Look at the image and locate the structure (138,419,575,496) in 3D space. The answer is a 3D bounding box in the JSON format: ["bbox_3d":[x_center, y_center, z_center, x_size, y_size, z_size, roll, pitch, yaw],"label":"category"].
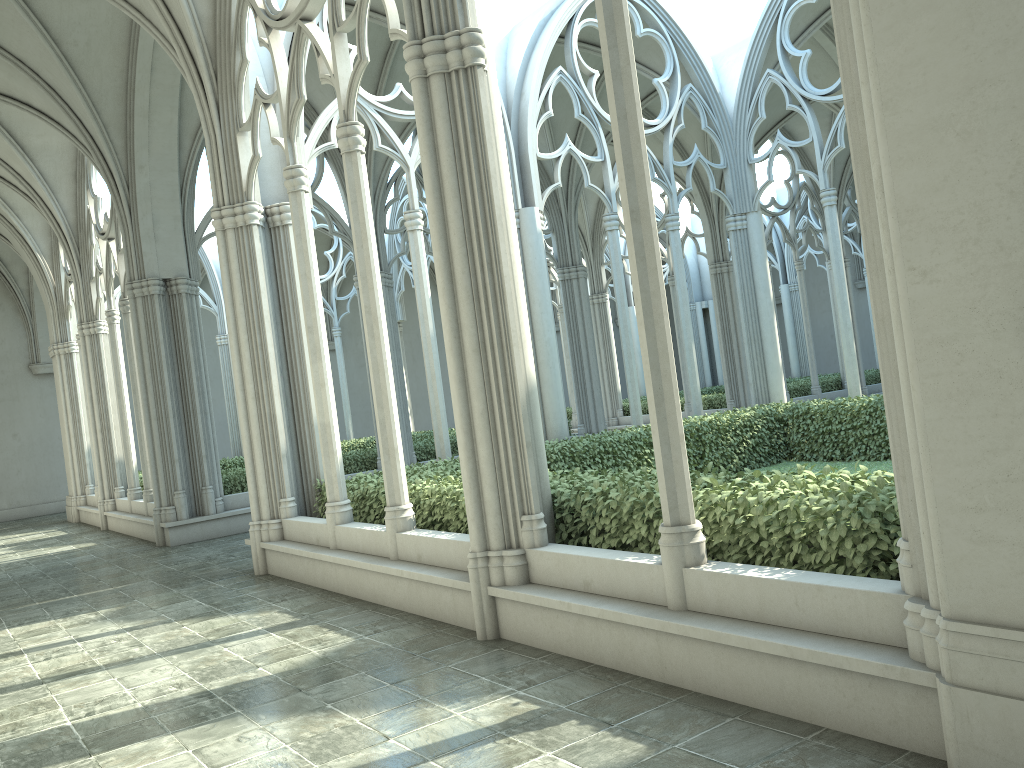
[{"bbox_3d":[-4.125,1.863,19.657,8.018,0.963,7.995,-7,-1,-35],"label":"structure"}]

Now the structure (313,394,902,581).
[{"bbox_3d":[3.253,0.786,8.914,8.018,0.963,7.995,-7,-1,-35],"label":"structure"}]

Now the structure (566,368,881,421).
[{"bbox_3d":[6.526,0.562,27.110,8.018,0.963,7.995,-7,-1,-35],"label":"structure"}]
